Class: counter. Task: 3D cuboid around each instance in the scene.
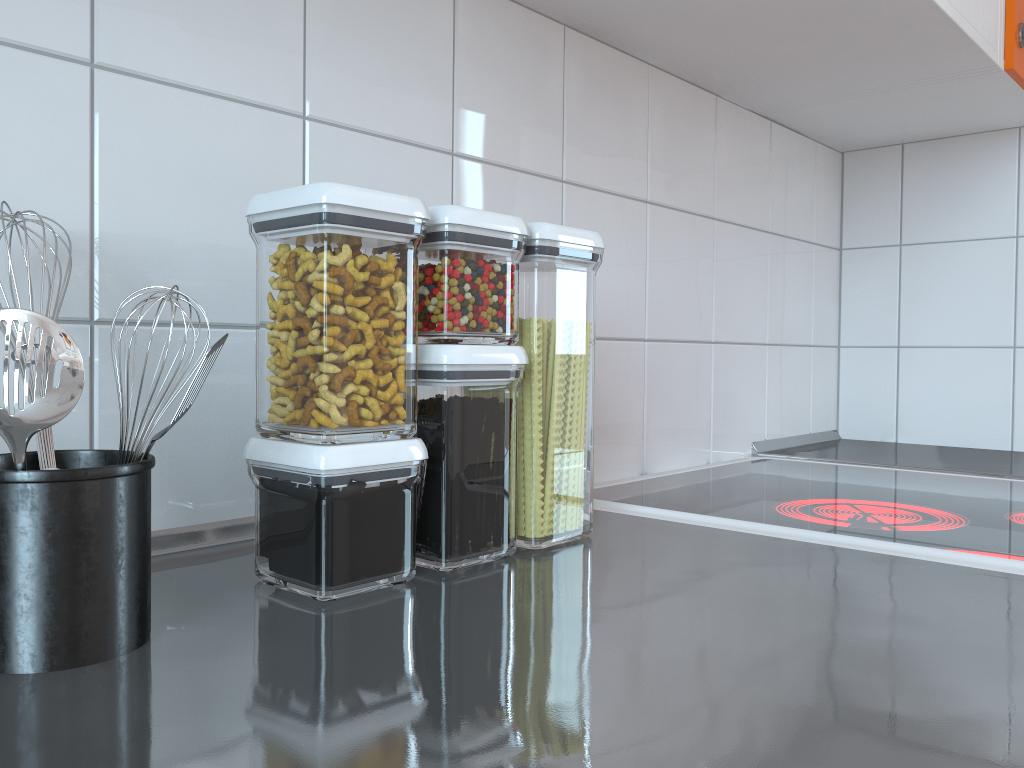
[{"bbox_3d":[-0.137,0.189,0.337,0.688,0.132,3.071,2,3,41],"label":"counter"}]

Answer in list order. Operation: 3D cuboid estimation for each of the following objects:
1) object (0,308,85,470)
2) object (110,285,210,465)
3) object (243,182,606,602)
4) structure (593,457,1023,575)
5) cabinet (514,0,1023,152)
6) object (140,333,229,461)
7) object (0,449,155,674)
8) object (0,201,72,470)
[{"bbox_3d":[-0.246,0.053,0.430,0.051,0.176,0.089,-1,2,-39],"label":"object"},{"bbox_3d":[-0.189,0.015,0.453,0.077,0.131,0.044,2,2,34],"label":"object"},{"bbox_3d":[-0.051,0.002,0.679,0.095,0.260,0.298,2,2,41],"label":"object"},{"bbox_3d":[0.456,0.560,0.982,0.740,0.864,0.612,2,2,41],"label":"structure"},{"bbox_3d":[-0.118,-0.166,0.318,0.712,2.348,3.072,2,2,41],"label":"cabinet"},{"bbox_3d":[-0.203,0.054,0.487,0.118,0.164,0.034,1,1,23],"label":"object"},{"bbox_3d":[-0.241,0.092,0.471,0.097,0.105,0.095,1,2,23],"label":"object"},{"bbox_3d":[-0.270,0.011,0.523,0.187,0.251,0.062,2,2,43],"label":"object"}]
